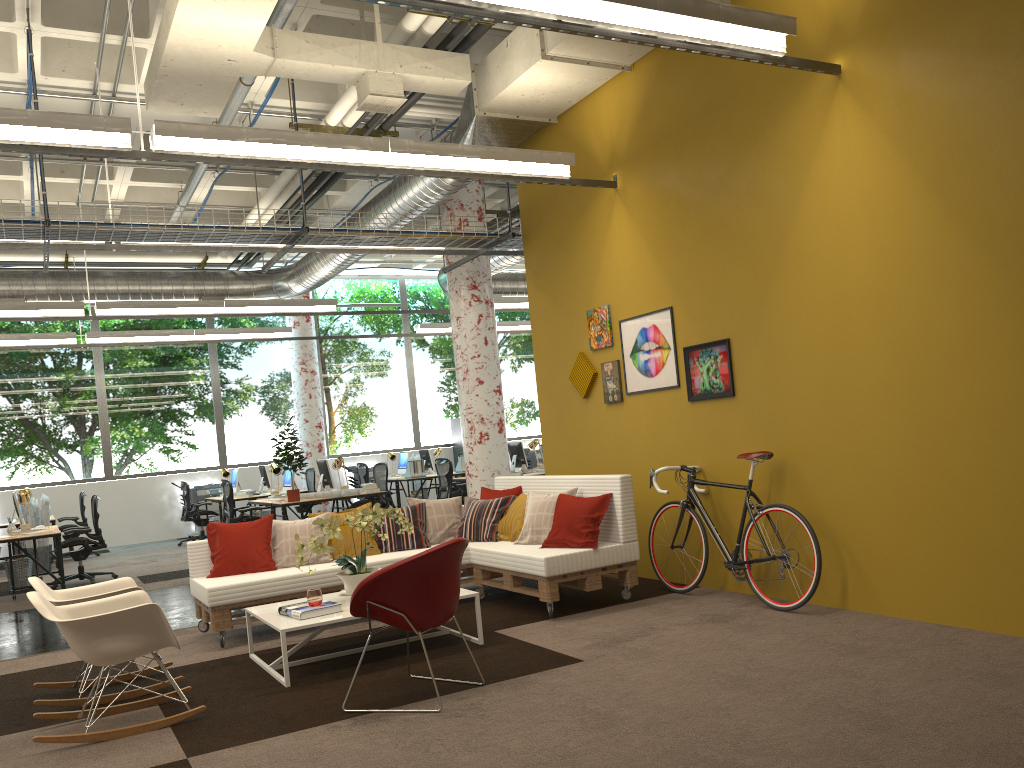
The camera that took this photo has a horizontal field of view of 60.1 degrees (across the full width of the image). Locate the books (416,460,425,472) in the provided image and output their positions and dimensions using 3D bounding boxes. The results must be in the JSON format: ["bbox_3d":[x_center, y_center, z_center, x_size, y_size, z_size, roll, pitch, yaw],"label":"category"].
[{"bbox_3d":[-1.653,1.527,16.016,0.068,0.310,0.234,-5,-1,-29],"label":"books"}]

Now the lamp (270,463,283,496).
[{"bbox_3d":[-3.319,1.412,12.498,0.218,0.610,0.529,-5,-2,-9],"label":"lamp"}]

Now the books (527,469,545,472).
[{"bbox_3d":[0.399,1.322,13.567,0.225,0.038,0.310,-4,-4,-28],"label":"books"}]

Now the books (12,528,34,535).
[{"bbox_3d":[-5.626,1.701,10.199,0.225,0.038,0.310,-4,-4,-28],"label":"books"}]

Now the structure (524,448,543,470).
[{"bbox_3d":[0.600,1.901,19.940,1.056,1.057,0.504,-4,-1,-28],"label":"structure"}]

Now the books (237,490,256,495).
[{"bbox_3d":[-4.370,1.788,14.564,0.193,0.044,0.257,-7,-3,19],"label":"books"}]

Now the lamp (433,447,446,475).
[{"bbox_3d":[-1.357,1.501,16.792,0.218,0.610,0.529,-5,-2,-9],"label":"lamp"}]

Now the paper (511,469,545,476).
[{"bbox_3d":[0.257,1.293,12.903,0.624,0.061,0.570,-3,-4,-31],"label":"paper"}]

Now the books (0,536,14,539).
[{"bbox_3d":[-5.587,1.676,9.651,0.244,0.019,0.205,-8,-4,39],"label":"books"}]

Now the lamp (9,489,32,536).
[{"bbox_3d":[-5.628,1.517,10.166,0.218,0.610,0.529,-5,-2,-9],"label":"lamp"}]

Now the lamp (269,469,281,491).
[{"bbox_3d":[-4.101,1.677,15.310,0.208,0.610,0.529,-5,-2,-9],"label":"lamp"}]

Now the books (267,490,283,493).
[{"bbox_3d":[-4.094,1.859,15.344,0.225,0.038,0.310,-4,-4,-28],"label":"books"}]

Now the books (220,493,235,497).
[{"bbox_3d":[-5.063,1.979,15.784,0.225,0.038,0.310,-4,-4,-28],"label":"books"}]

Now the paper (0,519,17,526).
[{"bbox_3d":[-7.553,2.042,12.885,0.624,0.061,0.570,-3,-4,-31],"label":"paper"}]

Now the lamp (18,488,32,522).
[{"bbox_3d":[-7.419,1.889,13.515,0.208,0.610,0.529,-5,-2,-9],"label":"lamp"}]

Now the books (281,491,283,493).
[{"bbox_3d":[-3.732,1.808,14.922,0.201,0.024,0.235,-8,-4,35],"label":"books"}]

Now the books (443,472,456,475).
[{"bbox_3d":[-1.186,1.645,16.299,0.201,0.024,0.235,-8,-4,35],"label":"books"}]

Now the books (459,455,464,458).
[{"bbox_3d":[-0.896,1.479,16.425,0.068,0.310,0.234,-5,-1,-29],"label":"books"}]

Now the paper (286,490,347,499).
[{"bbox_3d":[-2.551,1.436,11.452,1.137,0.082,0.083,-8,-3,36],"label":"paper"}]

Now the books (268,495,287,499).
[{"bbox_3d":[-3.287,1.588,12.462,0.225,0.038,0.310,-4,-4,-28],"label":"books"}]

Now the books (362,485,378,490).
[{"bbox_3d":[-1.863,1.349,11.610,0.192,0.044,0.258,-5,-3,-11],"label":"books"}]

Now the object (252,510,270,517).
[{"bbox_3d":[-4.548,2.477,16.070,0.352,0.435,0.360,-5,-2,-32],"label":"object"}]

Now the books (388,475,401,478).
[{"bbox_3d":[-2.324,1.803,17.265,0.225,0.038,0.310,-4,-4,-28],"label":"books"}]

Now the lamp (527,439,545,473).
[{"bbox_3d":[0.392,1.139,13.533,0.208,0.610,0.529,-5,-2,-9],"label":"lamp"}]

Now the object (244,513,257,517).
[{"bbox_3d":[-4.508,2.412,15.051,0.352,0.435,0.360,-5,-2,-32],"label":"object"}]

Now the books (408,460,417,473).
[{"bbox_3d":[-1.782,1.536,15.946,0.068,0.310,0.234,-5,-1,-29],"label":"books"}]

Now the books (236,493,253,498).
[{"bbox_3d":[-4.388,1.836,14.550,0.200,0.050,0.272,-5,-3,-1],"label":"books"}]

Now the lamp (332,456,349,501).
[{"bbox_3d":[-2.325,1.287,11.988,0.208,0.610,0.529,-5,-2,-9],"label":"lamp"}]

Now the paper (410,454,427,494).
[{"bbox_3d":[-1.939,1.964,18.133,0.442,1.197,0.411,-6,-1,40],"label":"paper"}]

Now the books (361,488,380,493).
[{"bbox_3d":[-1.872,1.396,11.586,0.200,0.050,0.272,-4,-4,-31],"label":"books"}]

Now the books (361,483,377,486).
[{"bbox_3d":[-1.880,1.319,11.604,0.152,0.030,0.185,-4,-4,-30],"label":"books"}]

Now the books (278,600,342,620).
[{"bbox_3d":[-1.249,1.395,5.480,0.279,0.048,0.335,-3,-4,-37],"label":"books"}]

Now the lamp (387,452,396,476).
[{"bbox_3d":[-2.352,1.627,17.302,0.208,0.610,0.529,-5,-2,-9],"label":"lamp"}]

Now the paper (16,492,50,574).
[{"bbox_3d":[-6.793,2.104,12.631,0.442,1.197,0.411,-6,-1,40],"label":"paper"}]

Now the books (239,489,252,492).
[{"bbox_3d":[-4.388,1.758,14.566,0.153,0.030,0.185,-5,-3,-1],"label":"books"}]

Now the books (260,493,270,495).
[{"bbox_3d":[-4.054,1.835,14.795,0.244,0.019,0.205,-8,-4,39],"label":"books"}]

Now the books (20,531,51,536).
[{"bbox_3d":[-5.264,1.649,9.777,0.201,0.024,0.235,-8,-4,35],"label":"books"}]

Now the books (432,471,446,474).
[{"bbox_3d":[-1.355,1.684,16.825,0.225,0.038,0.310,-4,-4,-28],"label":"books"}]

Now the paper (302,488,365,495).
[{"bbox_3d":[-2.404,1.426,11.531,1.137,0.082,0.083,-7,-2,26],"label":"paper"}]

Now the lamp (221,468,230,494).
[{"bbox_3d":[-5.095,1.802,15.819,0.218,0.610,0.529,-5,-2,-9],"label":"lamp"}]
